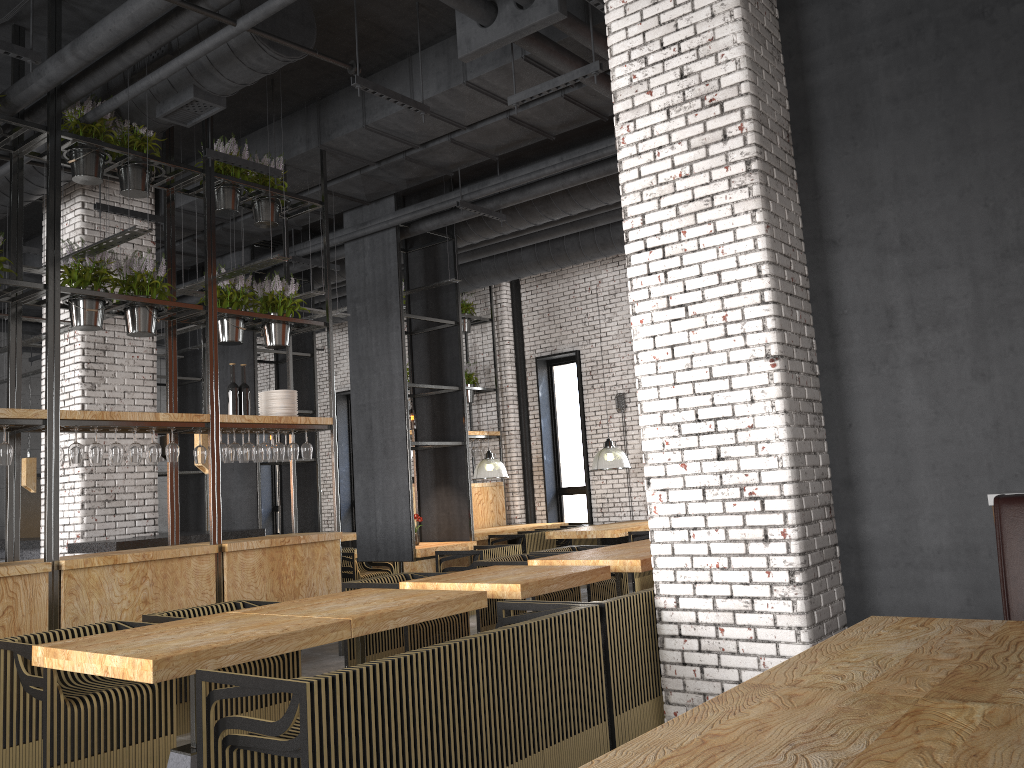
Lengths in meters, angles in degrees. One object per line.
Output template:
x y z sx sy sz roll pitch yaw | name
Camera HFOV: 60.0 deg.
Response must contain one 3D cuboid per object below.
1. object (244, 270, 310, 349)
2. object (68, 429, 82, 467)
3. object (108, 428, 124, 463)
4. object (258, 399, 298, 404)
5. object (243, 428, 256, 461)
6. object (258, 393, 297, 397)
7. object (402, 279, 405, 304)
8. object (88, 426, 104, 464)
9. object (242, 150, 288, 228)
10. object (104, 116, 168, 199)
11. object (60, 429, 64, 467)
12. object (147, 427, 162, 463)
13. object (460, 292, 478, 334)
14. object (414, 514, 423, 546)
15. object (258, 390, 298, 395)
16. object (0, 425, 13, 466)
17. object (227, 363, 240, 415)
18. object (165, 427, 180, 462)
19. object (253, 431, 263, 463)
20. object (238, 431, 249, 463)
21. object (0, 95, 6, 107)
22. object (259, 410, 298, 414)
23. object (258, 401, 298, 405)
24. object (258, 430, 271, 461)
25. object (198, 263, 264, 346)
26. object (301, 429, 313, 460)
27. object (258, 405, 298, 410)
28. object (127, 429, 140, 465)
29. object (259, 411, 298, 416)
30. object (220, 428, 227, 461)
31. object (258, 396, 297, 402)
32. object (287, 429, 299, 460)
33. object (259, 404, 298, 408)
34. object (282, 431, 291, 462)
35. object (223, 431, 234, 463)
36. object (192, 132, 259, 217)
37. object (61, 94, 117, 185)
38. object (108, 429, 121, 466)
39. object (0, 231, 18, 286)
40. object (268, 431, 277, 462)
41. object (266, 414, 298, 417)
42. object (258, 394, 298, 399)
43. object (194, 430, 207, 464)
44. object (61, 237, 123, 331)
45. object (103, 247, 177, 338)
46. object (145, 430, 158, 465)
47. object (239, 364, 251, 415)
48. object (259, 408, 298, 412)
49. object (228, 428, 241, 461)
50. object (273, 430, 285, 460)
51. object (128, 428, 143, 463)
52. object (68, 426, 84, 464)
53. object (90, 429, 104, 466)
-2.080 -0.599 7.845 0.416 0.560 0.466 -8 -9 31 | object
-3.158 0.461 6.422 0.101 0.268 0.100 2 -10 -38 | object
-2.843 0.434 6.364 0.101 0.268 0.100 2 -10 -38 | object
-2.045 0.166 7.753 0.334 0.043 0.334 -6 -7 21 | object
-2.149 0.492 7.249 0.101 0.268 0.100 -4 -8 1 | object
-2.048 0.109 7.761 0.334 0.039 0.334 -5 -7 13 | object
-1.750 -1.158 12.924 0.416 0.560 0.466 -5 -8 12 | object
-2.933 0.426 6.249 0.101 0.268 0.100 2 -10 -38 | object
-2.229 -1.705 8.000 0.416 0.560 0.466 0 -8 -28 | object
-2.987 -1.771 7.013 0.466 0.560 0.416 -8 -9 32 | object
-3.243 0.454 6.313 0.101 0.268 0.100 2 -10 -38 | object
-2.661 0.449 6.596 0.101 0.268 0.100 2 -10 -38 | object
-0.774 -1.088 14.070 0.416 0.560 0.466 3 -10 -42 | object
-1.067 1.615 9.875 0.156 0.356 0.170 -3 -8 -4 | object
-2.050 0.090 7.765 0.334 0.039 0.334 -5 -7 11 | object
-3.305 0.395 5.774 0.101 0.268 0.100 -1 -8 -21 | object
-2.330 0.062 7.408 0.098 0.472 0.098 -4 -8 0 | object
-2.570 0.456 6.712 0.101 0.268 0.100 2 -10 -38 | object
-2.192 0.542 7.654 0.101 0.268 0.100 -4 -8 1 | object
-2.283 0.535 7.538 0.101 0.268 0.100 -4 -8 1 | object
-3.734 -1.836 6.047 0.467 0.560 0.415 -6 -8 16 | object
-2.038 0.260 7.741 0.334 0.037 0.334 -4 -7 4 | object
-2.043 0.186 7.751 0.334 0.039 0.334 3 -9 -44 | object
-2.058 0.499 7.365 0.101 0.268 0.100 -4 -8 1 | object
-2.401 -0.616 7.519 0.467 0.560 0.415 3 -10 -44 | object
-1.786 0.522 7.712 0.101 0.268 0.100 -4 -8 1 | object
-2.041 0.221 7.747 0.334 0.039 0.334 -4 -7 4 | object
-2.886 0.484 6.769 0.101 0.268 0.100 2 -10 -38 | object
-2.038 0.278 7.739 0.334 0.046 0.334 -6 -7 18 | object
-2.313 0.478 7.040 0.101 0.268 0.100 -2 -8 -16 | object
-2.046 0.147 7.757 0.334 0.041 0.334 -5 -7 7 | object
-1.877 0.515 7.596 0.101 0.268 0.100 -4 -8 1 | object
-2.042 0.201 7.749 0.335 0.040 0.334 0 -8 -30 | object
-2.011 0.557 7.885 0.101 0.268 0.100 -4 -8 1 | object
-2.374 0.527 7.422 0.101 0.268 0.100 -4 -8 1 | object
-2.451 -1.737 7.610 0.416 0.560 0.466 -5 -7 11 | object
-3.190 -1.798 6.674 0.416 0.560 0.466 1 -9 -33 | object
-2.977 0.476 6.653 0.101 0.268 0.100 2 -10 -38 | object
-3.649 -0.718 5.951 0.416 0.560 0.466 -6 -8 14 | object
-2.101 0.550 7.769 0.101 0.268 0.100 -4 -8 1 | object
-2.036 0.298 7.736 0.334 0.033 0.334 3 -9 -44 | object
-2.048 0.128 7.759 0.334 0.044 0.334 -5 -7 8 | object
-2.538 0.513 7.213 0.101 0.268 0.100 -2 -8 -16 | object
-3.140 -0.682 6.549 0.467 0.560 0.415 -2 -8 -13 | object
-2.895 -0.656 6.908 0.416 0.560 0.466 -4 -7 5 | object
-2.795 0.492 6.884 0.101 0.268 0.100 2 -10 -38 | object
-2.264 0.068 7.492 0.098 0.472 0.098 -4 -8 0 | object
-2.040 0.240 7.743 0.335 0.040 0.334 -4 -7 1 | object
-2.234 0.485 7.141 0.101 0.268 0.100 -2 -8 -16 | object
-1.967 0.507 7.481 0.101 0.268 0.100 -4 -8 1 | object
-2.752 0.441 6.480 0.101 0.268 0.100 2 -10 -38 | object
-3.018 0.419 6.140 0.101 0.268 0.100 2 -10 -38 | object
-3.067 0.469 6.537 0.101 0.268 0.100 2 -10 -38 | object
